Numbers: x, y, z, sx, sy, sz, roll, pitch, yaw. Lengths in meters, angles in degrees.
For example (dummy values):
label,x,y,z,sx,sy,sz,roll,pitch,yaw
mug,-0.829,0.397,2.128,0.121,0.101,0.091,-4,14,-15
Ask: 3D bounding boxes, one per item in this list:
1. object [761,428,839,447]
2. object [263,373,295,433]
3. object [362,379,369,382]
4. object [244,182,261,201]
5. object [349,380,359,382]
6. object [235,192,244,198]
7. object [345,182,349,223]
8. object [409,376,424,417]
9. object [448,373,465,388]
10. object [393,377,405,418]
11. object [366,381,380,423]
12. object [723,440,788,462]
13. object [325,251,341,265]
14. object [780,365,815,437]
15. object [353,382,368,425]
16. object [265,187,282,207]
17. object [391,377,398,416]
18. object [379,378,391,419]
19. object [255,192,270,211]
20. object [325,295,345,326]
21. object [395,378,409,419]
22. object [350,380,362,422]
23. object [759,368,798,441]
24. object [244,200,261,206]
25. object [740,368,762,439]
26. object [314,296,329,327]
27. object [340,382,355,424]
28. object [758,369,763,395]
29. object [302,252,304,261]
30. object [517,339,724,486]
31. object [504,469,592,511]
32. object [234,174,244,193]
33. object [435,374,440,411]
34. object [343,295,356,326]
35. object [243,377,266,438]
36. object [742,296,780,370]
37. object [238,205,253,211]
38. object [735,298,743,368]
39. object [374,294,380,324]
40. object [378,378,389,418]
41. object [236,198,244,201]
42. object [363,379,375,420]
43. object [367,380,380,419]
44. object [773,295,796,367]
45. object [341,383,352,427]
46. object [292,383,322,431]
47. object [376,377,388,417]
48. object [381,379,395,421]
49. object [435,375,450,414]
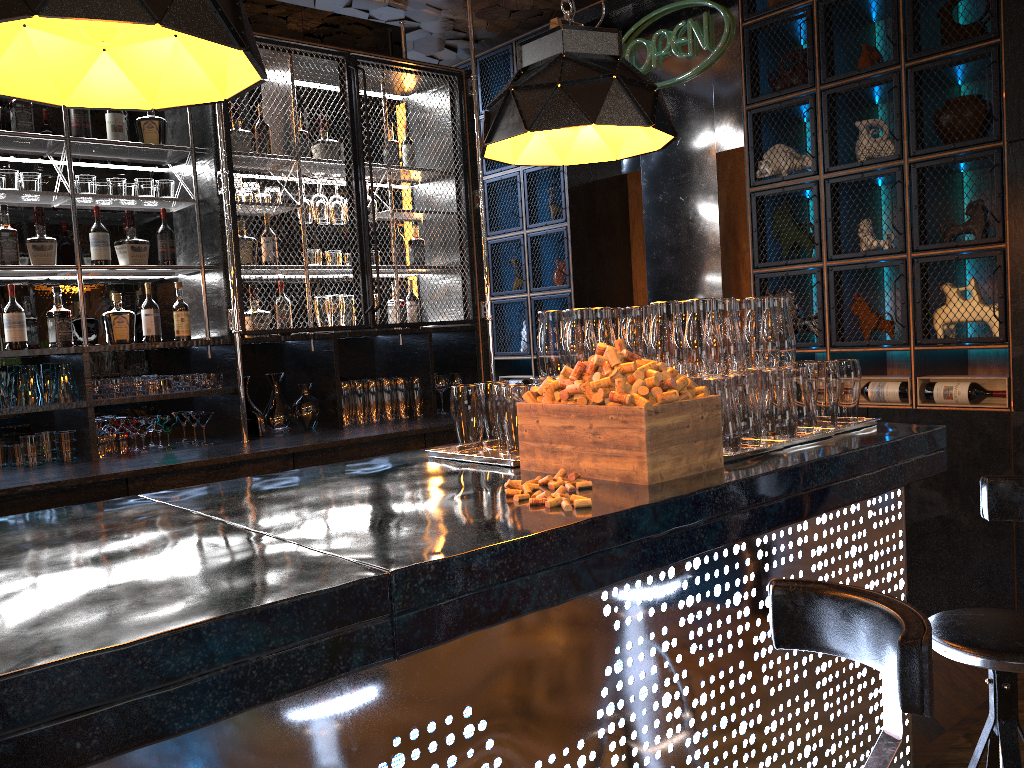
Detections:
label,x,y,z,sx,sy,sz,roll,pitch,yaw
object,0.717,0.152,2.671,0.273,0.019,0.437,-6,5,-40
object,-1.241,0.101,4.688,0.170,0.313,0.170,0,5,44
object,-0.841,0.086,5.216,0.079,0.231,0.079,-4,4,-15
object,-1.356,-1.000,4.624,0.089,0.092,0.089,-4,4,-15
object,-0.908,0.093,5.157,0.079,0.231,0.079,-4,4,-13
object,-1.420,-0.993,4.537,0.089,0.092,0.089,-4,4,-15
object,-0.924,-1.050,5.161,0.092,0.244,0.092,0,5,44
object,-0.547,0.074,5.120,0.079,0.231,0.079,-7,5,-44
object,-0.332,0.050,5.348,0.101,0.227,0.101,-2,4,27
object,-0.646,0.078,5.152,0.079,0.231,0.079,-2,4,29
object,-0.770,0.099,4.933,0.079,0.231,0.079,-2,4,26
object,0.509,0.176,2.481,0.273,0.019,0.437,-6,5,-40
object,-1.000,-0.697,4.966,0.089,0.092,0.089,-6,5,-40
object,0.831,0.052,2.603,0.105,0.209,0.105,-4,4,-16
object,-0.831,0.106,4.876,0.079,0.231,0.079,-7,5,-44
object,-1.264,-0.989,4.687,0.089,0.092,0.089,-3,4,10
object,-0.670,0.074,5.237,0.079,0.231,0.079,-3,4,14
object,-0.720,0.086,5.091,0.079,0.231,0.079,-6,5,-39
object,-1.354,-0.992,4.826,0.089,0.092,0.089,-4,4,-15
object,-0.975,-0.386,4.906,0.105,0.209,0.105,-1,4,34
object,-0.624,0.083,5.052,0.079,0.231,0.079,-4,4,-5
object,-0.886,0.098,5.069,0.079,0.231,0.079,-4,4,-8
object,0.755,0.061,2.521,0.105,0.209,0.105,-4,4,-16
object,-1.355,-0.980,4.625,0.089,0.092,0.089,-4,4,-15
object,0.689,0.059,2.616,0.105,0.209,0.105,-4,4,-16
object,-1.056,-0.386,4.989,0.105,0.209,0.105,-1,4,34
object,-0.912,0.108,4.924,0.079,0.231,0.079,-2,4,29
object,0.767,0.050,2.693,0.105,0.209,0.105,-4,4,-16
object,-1.115,-0.687,4.924,0.089,0.092,0.089,-2,4,16
object,0.278,0.051,2.261,0.340,0.332,0.464,-6,4,-37
object,0.085,0.233,1.969,0.198,0.045,0.377,-4,4,-2
object,-1.421,-1.019,4.535,0.089,0.092,0.089,-4,4,-15
object,-0.490,0.052,5.472,0.101,0.227,0.101,-2,4,27
object,-0.925,-0.396,5.032,0.105,0.209,0.105,-1,4,34
object,-1.375,0.119,4.573,0.186,0.307,0.186,-6,4,-35
object,0.719,-0.149,2.567,0.105,0.209,0.105,-4,4,-16
object,-1.434,-0.984,4.765,0.089,0.092,0.089,-3,4,10
object,0.636,-0.149,2.649,0.105,0.209,0.105,-4,4,-16
object,-0.804,-0.405,5.057,0.105,0.209,0.105,-1,4,34
object,-0.741,0.081,5.188,0.079,0.231,0.079,-3,4,7
object,-1.418,-0.971,4.538,0.089,0.092,0.089,-4,4,-15
object,-0.817,0.091,5.114,0.079,0.231,0.079,0,5,43
object,-0.784,0.094,5.029,0.079,0.231,0.079,-6,4,-30
object,0.784,-0.157,2.629,0.105,0.209,0.105,-4,4,-16
object,-0.908,0.115,4.809,0.079,0.231,0.079,-4,4,-5
object,-1.095,0.122,4.739,0.158,0.248,0.158,0,5,44
object,-0.766,0.077,5.283,0.079,0.231,0.079,-4,4,-12
object,-0.695,0.090,4.996,0.079,0.231,0.079,-4,4,-14
object,-0.415,0.062,5.225,0.101,0.227,0.101,-2,4,27
